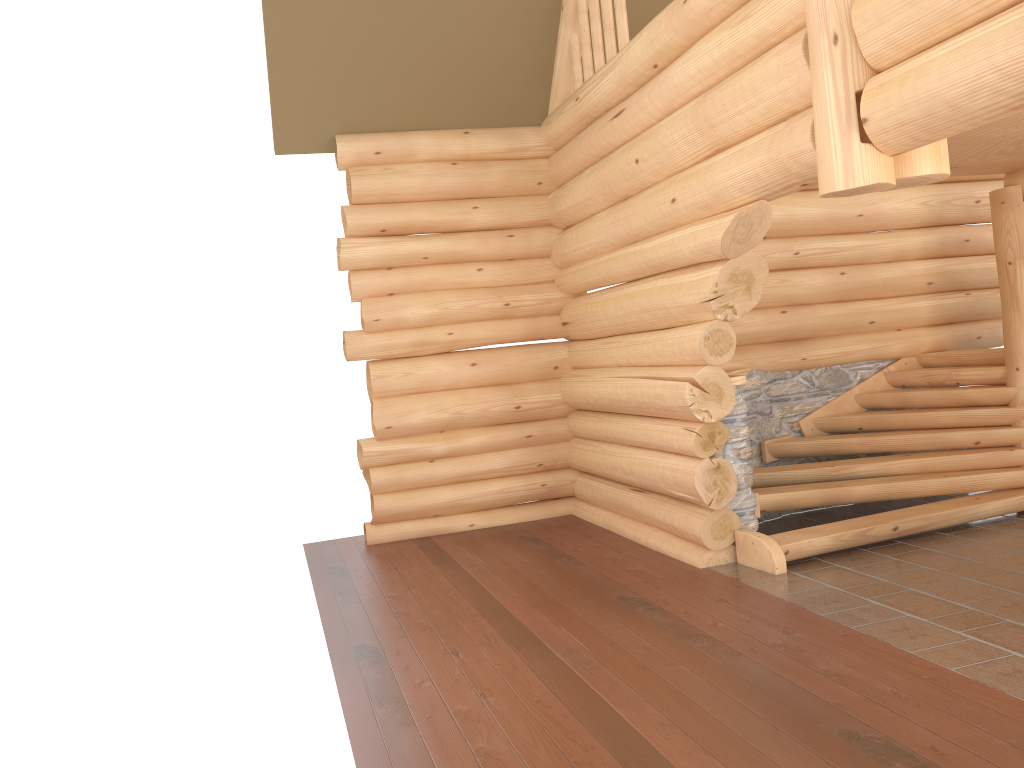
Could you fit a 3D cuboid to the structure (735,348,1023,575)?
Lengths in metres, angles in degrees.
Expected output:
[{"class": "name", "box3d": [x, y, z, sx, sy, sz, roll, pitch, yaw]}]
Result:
[{"class": "structure", "box3d": [3.231, 0.456, 8.273, 3.604, 1.643, 1.951, -7, 2, -22]}]
